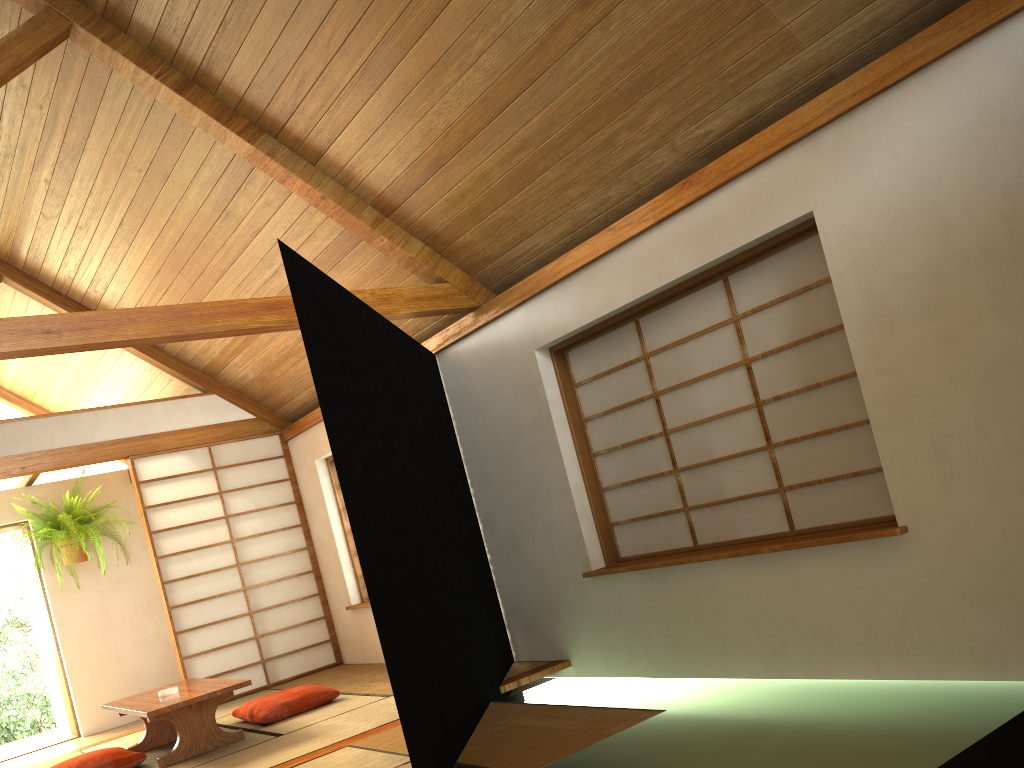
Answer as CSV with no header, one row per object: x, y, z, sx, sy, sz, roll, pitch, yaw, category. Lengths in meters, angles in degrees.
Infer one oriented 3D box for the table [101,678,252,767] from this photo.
-2.019,2.030,5.282,0.555,0.334,1.309,-10,-9,-36,table

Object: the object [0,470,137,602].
-3.826,1.320,7.676,1.173,1.121,1.152,-10,-7,-42,object

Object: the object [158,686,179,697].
-2.065,1.849,5.261,0.129,0.030,0.111,-19,-9,28,object

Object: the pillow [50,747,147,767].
-2.438,2.199,5.015,0.512,0.148,0.614,-8,-10,-41,pillow

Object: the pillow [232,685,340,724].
-1.470,2.052,5.638,0.514,0.131,0.612,-9,-10,-36,pillow
